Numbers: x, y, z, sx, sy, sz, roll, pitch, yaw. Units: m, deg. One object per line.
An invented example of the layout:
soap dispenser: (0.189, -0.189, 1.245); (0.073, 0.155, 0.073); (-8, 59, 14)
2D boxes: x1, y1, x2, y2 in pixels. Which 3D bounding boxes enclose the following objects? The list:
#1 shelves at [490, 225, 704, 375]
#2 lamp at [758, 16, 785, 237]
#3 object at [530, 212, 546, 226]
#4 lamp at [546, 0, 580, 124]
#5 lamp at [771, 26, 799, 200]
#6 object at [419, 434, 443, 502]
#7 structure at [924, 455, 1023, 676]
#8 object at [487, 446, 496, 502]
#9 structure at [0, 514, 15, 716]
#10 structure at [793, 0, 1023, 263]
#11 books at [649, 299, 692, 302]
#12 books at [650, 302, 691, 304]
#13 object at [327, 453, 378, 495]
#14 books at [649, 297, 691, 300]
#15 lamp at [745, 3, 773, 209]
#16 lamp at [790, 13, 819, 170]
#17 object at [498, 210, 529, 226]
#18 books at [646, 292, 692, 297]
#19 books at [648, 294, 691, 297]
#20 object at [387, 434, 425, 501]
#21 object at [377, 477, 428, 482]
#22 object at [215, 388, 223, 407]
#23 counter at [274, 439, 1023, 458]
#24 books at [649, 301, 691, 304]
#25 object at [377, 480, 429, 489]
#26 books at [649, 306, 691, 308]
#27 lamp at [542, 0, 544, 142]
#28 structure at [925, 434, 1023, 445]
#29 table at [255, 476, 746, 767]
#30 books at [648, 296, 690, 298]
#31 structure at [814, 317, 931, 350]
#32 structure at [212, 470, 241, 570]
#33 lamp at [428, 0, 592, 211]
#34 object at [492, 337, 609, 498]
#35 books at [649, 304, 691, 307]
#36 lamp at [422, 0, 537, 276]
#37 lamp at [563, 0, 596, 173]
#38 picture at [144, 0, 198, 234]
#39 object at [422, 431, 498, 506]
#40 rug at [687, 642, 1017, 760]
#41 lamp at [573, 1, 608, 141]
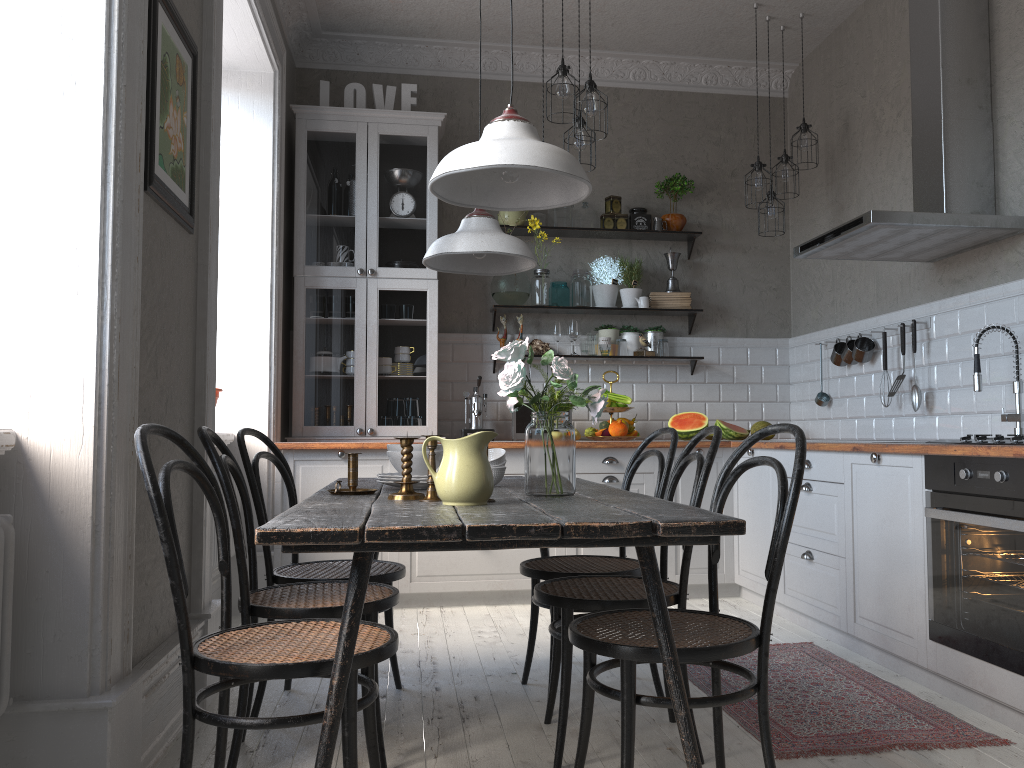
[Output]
shelves: (0.528, -0.492, 5.538); (1.325, 0.923, 0.227); (0, -3, -9)
lamp: (1.481, -1.720, 5.100); (0.150, 1.735, 0.144); (2, -4, -36)
object: (0.161, -1.003, 5.513); (0.104, 0.111, 0.102); (0, -3, -8)
lamp: (0.233, -2.081, 4.109); (0.149, 1.735, 0.144); (1, -4, -21)
lamp: (1.604, -1.965, 5.241); (0.144, 1.735, 0.149); (-2, -4, 34)
object: (-0.196, 0.200, 2.171); (0.061, 0.172, 0.062); (-1, -3, 14)
structure: (1.718, 0.536, 2.748); (0.622, 0.623, 0.618); (0, -3, -8)
object: (-0.070, 0.202, 2.155); (0.059, 0.167, 0.059); (0, -3, 6)
structure: (-1.024, 0.449, 1.278); (0.150, 0.428, 1.214); (0, -3, -9)
structure: (1.718, -1.403, 3.918); (0.717, 1.595, 0.707); (0, -3, -8)
books: (0.995, -0.521, 5.620); (0.262, 0.011, 0.157); (0, -3, -6)
books: (0.995, -0.499, 5.619); (0.261, 0.016, 0.158); (0, -3, 0)
object: (-0.439, 0.247, 2.444); (0.142, 0.112, 0.137); (1, -4, -25)
books: (0.995, -0.532, 5.621); (0.262, 0.011, 0.157); (0, -3, -3)
lamp: (1.368, -1.851, 4.955); (0.144, 1.735, 0.149); (-1, -4, 24)
lamp: (1.665, -2.102, 5.087); (0.150, 1.735, 0.144); (2, -4, -36)
object: (0.009, -1.061, 5.434); (0.190, 0.216, 0.174); (0, -3, 6)
books: (0.995, -0.564, 5.623); (0.262, 0.011, 0.157); (0, -3, -3)
books: (0.995, -0.553, 5.622); (0.261, 0.016, 0.158); (0, -3, 0)
object: (-0.265, 0.204, 2.233); (0.097, 0.172, 0.094); (2, -4, -27)
object: (-0.290, 0.295, 2.694); (0.242, 0.027, 0.232); (3, -4, -40)
object: (-1.456, -0.186, 4.048); (0.256, 0.813, 0.263); (-1, -4, 19)
counter: (0.479, 0.274, 3.878); (3.182, 0.039, 3.369); (0, -3, -8)
books: (0.995, -0.510, 5.620); (0.262, 0.011, 0.157); (0, -3, -3)
object: (-0.290, 0.304, 2.693); (0.236, 0.027, 0.239); (-1, -3, 10)
books: (0.995, -0.478, 5.618); (0.262, 0.011, 0.157); (0, -3, -3)
lamp: (0.148, -1.734, 4.235); (0.150, 1.735, 0.143); (3, -4, -41)
structure: (1.691, 0.173, 2.769); (0.499, 0.031, 0.602); (0, -3, -8)
table: (-0.109, 0.673, 2.523); (0.910, 0.735, 1.908); (0, -3, -7)
books: (0.995, -0.543, 5.621); (0.260, 0.016, 0.158); (0, -3, 4)
structure: (1.895, -0.263, 4.748); (0.095, 0.053, 1.079); (0, -3, -7)
structure: (-1.318, 0.595, 3.775); (0.150, 0.428, 1.214); (0, -3, -9)
lamp: (-0.003, -1.371, 2.111); (0.372, 1.858, 0.386); (-2, -4, 30)
object: (0.100, 0.086, 2.311); (0.314, 0.414, 0.249); (1, -3, -10)
books: (0.995, -0.489, 5.618); (0.260, 0.016, 0.158); (0, -3, 4)
lamp: (-0.106, -1.319, 2.992); (0.380, 1.858, 0.379); (0, -3, 0)
lamp: (0.323, -1.891, 4.268); (0.149, 1.735, 0.144); (1, -4, -21)
picture: (-1.000, -0.807, 2.622); (0.020, 0.619, 0.518); (0, -3, -7)
object: (-0.115, 0.195, 2.065); (0.133, 0.170, 0.153); (-3, -5, 43)
rug: (1.009, 1.061, 3.099); (0.741, 0.014, 1.281); (0, -3, -7)
lamp: (0.347, -1.960, 3.960); (0.143, 1.735, 0.150); (-3, -4, 39)
